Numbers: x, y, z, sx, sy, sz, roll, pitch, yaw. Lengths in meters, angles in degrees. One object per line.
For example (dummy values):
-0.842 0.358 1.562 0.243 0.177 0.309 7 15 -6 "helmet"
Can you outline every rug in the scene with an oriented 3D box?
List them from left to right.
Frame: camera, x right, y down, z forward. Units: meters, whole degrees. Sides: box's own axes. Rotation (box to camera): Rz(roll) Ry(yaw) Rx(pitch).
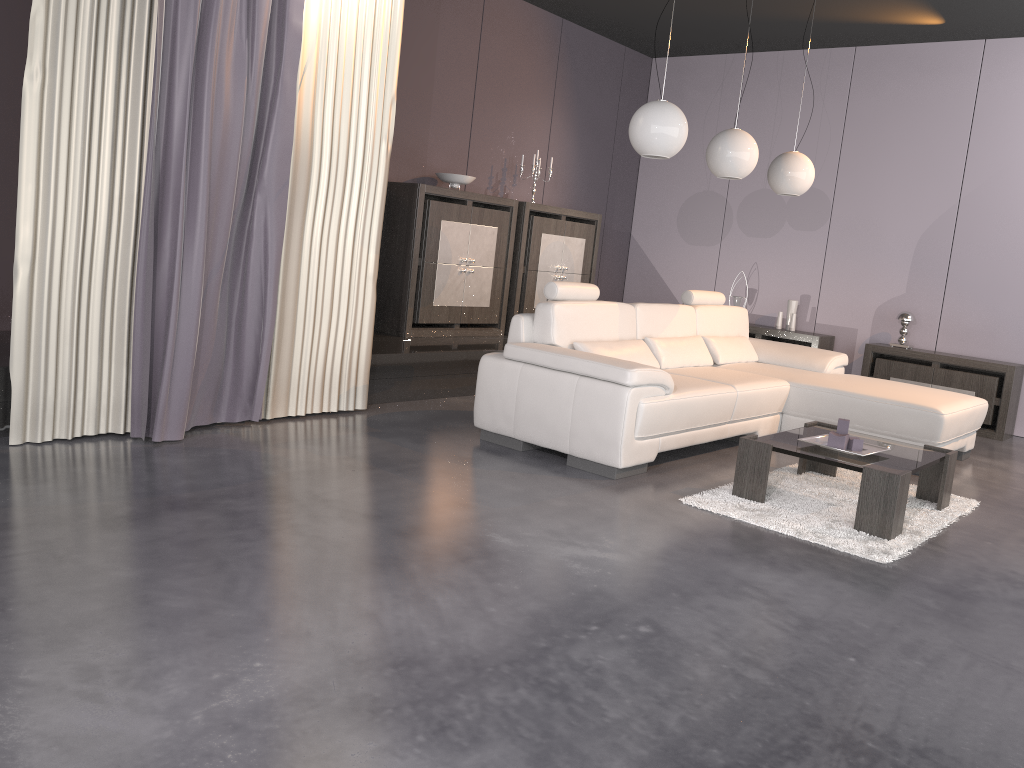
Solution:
1.536 0.549 4.142 0.921 0.023 1.528 13 11 38 "rug"

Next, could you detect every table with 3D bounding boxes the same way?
1.568 0.414 4.132 0.704 0.269 0.906 13 11 39 "table"

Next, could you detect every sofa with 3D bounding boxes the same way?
1.431 -0.043 5.120 1.878 0.854 2.865 13 11 39 "sofa"

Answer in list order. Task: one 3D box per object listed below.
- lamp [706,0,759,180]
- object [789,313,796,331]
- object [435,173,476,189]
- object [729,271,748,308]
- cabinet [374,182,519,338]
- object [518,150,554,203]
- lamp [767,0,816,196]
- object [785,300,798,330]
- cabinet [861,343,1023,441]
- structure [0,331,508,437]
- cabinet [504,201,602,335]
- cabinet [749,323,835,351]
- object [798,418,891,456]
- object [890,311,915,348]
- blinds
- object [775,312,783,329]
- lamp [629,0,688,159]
1.373 -1.925 5.217 0.308 1.407 0.307 12 8 42 "lamp"
2.415 -0.530 7.614 0.051 0.151 0.051 8 7 18 "object"
-0.428 -1.502 6.633 0.308 0.116 0.311 4 9 -17 "object"
2.032 -0.784 7.947 0.124 0.463 0.108 12 8 40 "object"
-0.467 -0.910 6.675 0.413 1.069 1.073 12 9 39 "cabinet"
0.191 -1.706 7.305 0.229 0.443 0.231 2 8 -33 "object"
1.940 -1.970 5.904 0.308 1.407 0.307 12 9 42 "lamp"
2.431 -0.600 7.714 0.089 0.262 0.089 6 6 1 "object"
3.311 0.039 6.898 1.077 0.552 0.377 13 10 39 "cabinet"
-1.746 -0.076 4.895 1.005 0.299 8.780 13 11 38 "structure"
0.279 -0.969 7.570 0.413 1.069 1.073 12 9 39 "cabinet"
2.210 -0.226 7.811 1.077 0.552 0.377 13 10 39 "cabinet"
1.516 0.230 4.022 0.306 0.136 0.304 14 12 43 "object"
3.133 -0.439 7.074 0.141 0.282 0.140 12 9 39 "object"
-1.317 -1.245 3.936 0.250 2.980 3.291 11 9 39 "blinds"
2.323 -0.552 7.690 0.051 0.151 0.051 8 7 18 "object"
0.825 -1.882 4.560 0.307 1.407 0.308 7 6 7 "lamp"
